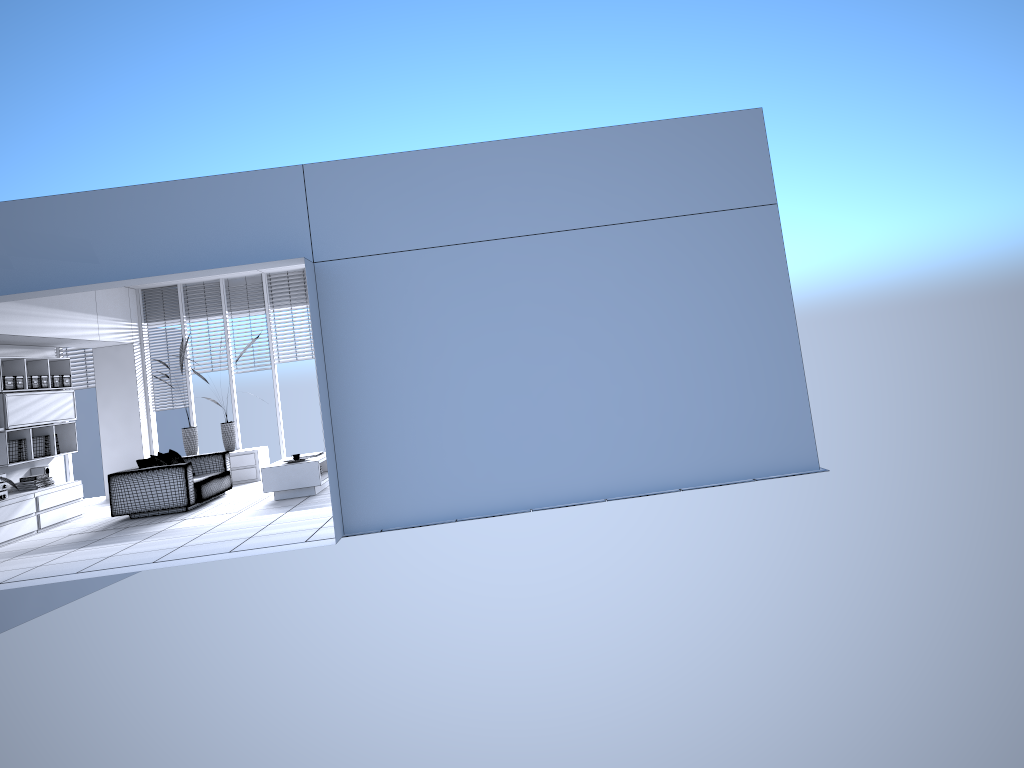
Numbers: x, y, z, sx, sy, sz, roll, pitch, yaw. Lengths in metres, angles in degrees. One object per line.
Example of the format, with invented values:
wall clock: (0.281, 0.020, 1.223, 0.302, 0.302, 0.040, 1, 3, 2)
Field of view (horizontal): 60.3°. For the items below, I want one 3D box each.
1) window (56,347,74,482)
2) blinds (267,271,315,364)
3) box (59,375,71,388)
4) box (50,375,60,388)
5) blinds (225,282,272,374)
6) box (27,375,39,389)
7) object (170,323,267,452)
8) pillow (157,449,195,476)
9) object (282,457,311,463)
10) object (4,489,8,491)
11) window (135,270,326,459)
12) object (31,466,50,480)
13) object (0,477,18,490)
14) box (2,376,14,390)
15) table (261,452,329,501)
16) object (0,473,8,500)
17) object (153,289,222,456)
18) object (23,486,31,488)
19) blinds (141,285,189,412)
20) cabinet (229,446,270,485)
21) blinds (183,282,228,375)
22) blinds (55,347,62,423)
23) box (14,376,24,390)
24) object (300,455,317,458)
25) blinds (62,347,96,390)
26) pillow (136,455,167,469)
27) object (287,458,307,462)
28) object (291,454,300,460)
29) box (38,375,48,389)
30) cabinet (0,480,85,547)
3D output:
window: (-7.088, 0.288, 13.301, 0.689, 3.152, 0.099, -7, -5, -2)
blinds: (-3.392, -1.032, 13.541, 0.637, 1.387, 0.038, -7, -5, -2)
box: (-5.973, -0.022, 11.562, 0.281, 0.163, 0.215, -7, -1, -1)
box: (-5.969, -0.017, 11.294, 0.281, 0.163, 0.178, -7, -2, -1)
blinds: (-4.021, -0.865, 13.512, 0.637, 1.367, 0.057, -7, -5, -2)
box: (-5.959, -0.007, 10.771, 0.281, 0.163, 0.178, -7, -2, -2)
object: (-4.283, 0.075, 12.829, 1.553, 1.879, 0.685, -7, -4, -7)
pillow: (-4.209, 1.006, 11.028, 0.300, 0.401, 0.563, -7, -1, -4)
object: (-2.497, 0.887, 10.205, 0.327, 0.025, 0.330, -7, 1, 28)
object: (-5.847, 1.226, 9.915, 0.177, 0.120, 0.327, -7, 0, -1)
window: (-2.803, -0.278, 13.398, 5.504, 3.152, 0.099, -7, -5, -2)
object: (-5.873, 1.150, 10.988, 0.177, 0.233, 0.118, -7, -4, -1)
object: (-5.321, 0.889, 8.719, 1.165, 1.597, 0.250, -9, -5, 30)
box: (-5.949, 0.005, 10.196, 0.281, 0.163, 0.211, -7, -1, -1)
table: (-2.500, 1.092, 10.540, 0.650, 0.391, 1.195, -7, 1, -1)
object: (-5.627, 1.126, 9.346, 0.347, 0.271, 0.428, -7, -1, -1)
object: (-4.883, -0.421, 13.188, 1.417, 3.010, 0.494, -9, -5, 27)
object: (-5.719, 1.204, 10.528, 0.285, 0.008, 0.414, -7, 1, 0)
blinds: (-5.277, -0.551, 13.461, 0.637, 1.897, 0.057, -7, -5, -2)
cabinet: (-4.456, 1.268, 12.878, 1.676, 0.453, 0.594, -8, -1, -2)
blinds: (-4.670, -0.862, 13.501, 0.637, 1.376, 0.050, -7, -5, -2)
blinds: (-7.166, -0.305, 13.438, 0.637, 1.918, 0.038, -7, -5, -2)
box: (-5.953, 0.000, 10.423, 0.281, 0.163, 0.173, -7, -2, -1)
object: (-2.497, 0.876, 10.791, 0.285, 0.008, 0.414, -7, 1, 0)
blinds: (-6.558, -0.614, 13.477, 0.637, 1.387, 0.038, -7, -5, -2)
pillow: (-4.195, 1.039, 10.448, 0.340, 0.391, 0.564, -7, -1, -4)
object: (-2.499, 0.881, 10.202, 0.212, 0.012, 0.218, -6, 2, 45)
object: (-2.500, 0.851, 10.205, 0.096, 0.070, 0.084, -7, -1, -20)
box: (-5.963, -0.011, 10.993, 0.281, 0.163, 0.178, -7, -2, -1)
cabinet: (-5.614, 1.485, 9.900, 0.574, 0.452, 2.260, -7, 1, -1)
